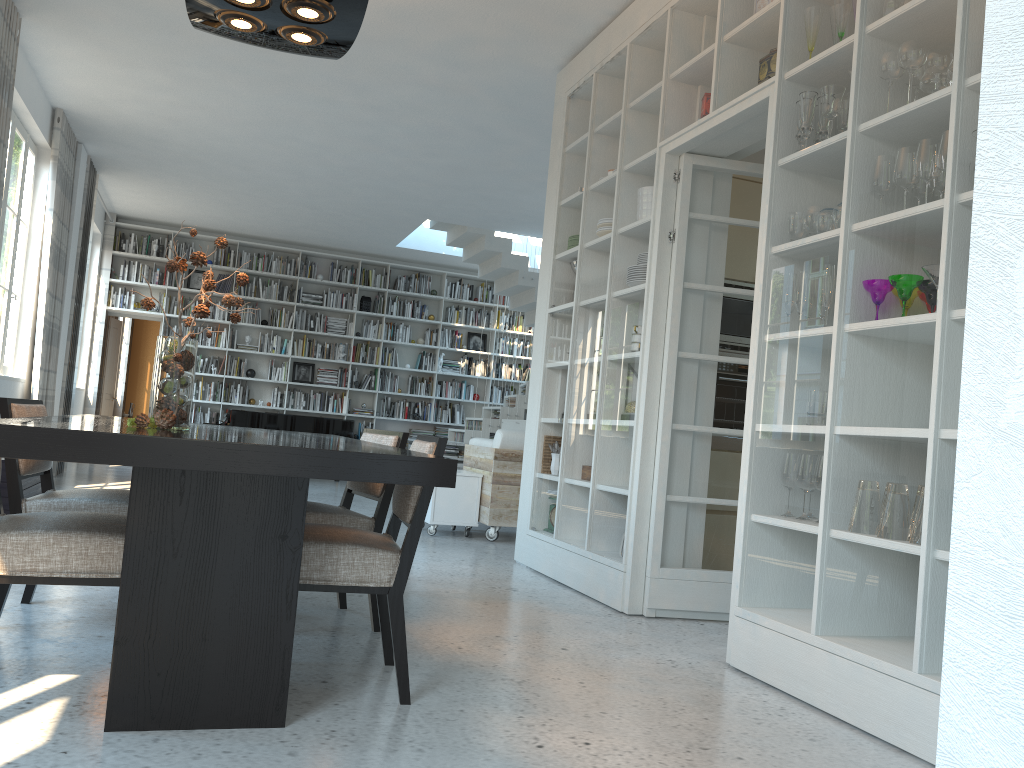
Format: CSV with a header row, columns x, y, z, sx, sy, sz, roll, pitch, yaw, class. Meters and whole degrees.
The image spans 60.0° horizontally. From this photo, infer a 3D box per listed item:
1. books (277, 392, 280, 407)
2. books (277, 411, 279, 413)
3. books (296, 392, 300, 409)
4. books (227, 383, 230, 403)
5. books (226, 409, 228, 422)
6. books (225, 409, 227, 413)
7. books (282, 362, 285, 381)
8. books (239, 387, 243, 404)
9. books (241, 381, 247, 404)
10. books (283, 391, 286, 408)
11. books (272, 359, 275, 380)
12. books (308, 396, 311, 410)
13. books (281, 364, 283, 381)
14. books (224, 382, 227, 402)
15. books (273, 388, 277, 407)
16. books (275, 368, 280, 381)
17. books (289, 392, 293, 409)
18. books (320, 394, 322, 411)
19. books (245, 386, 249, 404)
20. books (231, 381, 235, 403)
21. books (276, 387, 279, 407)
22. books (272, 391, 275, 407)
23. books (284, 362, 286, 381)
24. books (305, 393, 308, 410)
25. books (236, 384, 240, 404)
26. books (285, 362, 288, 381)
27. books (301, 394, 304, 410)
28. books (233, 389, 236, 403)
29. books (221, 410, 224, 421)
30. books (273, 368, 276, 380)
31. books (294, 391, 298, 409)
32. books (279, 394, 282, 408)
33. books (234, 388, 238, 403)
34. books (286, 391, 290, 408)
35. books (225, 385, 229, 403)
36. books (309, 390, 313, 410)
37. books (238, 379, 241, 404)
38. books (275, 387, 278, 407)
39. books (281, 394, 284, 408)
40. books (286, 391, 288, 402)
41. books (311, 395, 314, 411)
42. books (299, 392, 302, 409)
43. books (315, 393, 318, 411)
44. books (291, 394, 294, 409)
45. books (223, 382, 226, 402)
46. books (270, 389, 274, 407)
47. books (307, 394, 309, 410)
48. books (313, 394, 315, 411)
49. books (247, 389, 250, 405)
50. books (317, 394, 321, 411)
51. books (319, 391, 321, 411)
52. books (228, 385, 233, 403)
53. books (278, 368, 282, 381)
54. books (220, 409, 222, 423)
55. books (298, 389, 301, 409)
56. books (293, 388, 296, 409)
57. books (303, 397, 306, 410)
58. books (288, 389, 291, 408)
x,y,z,sx,sy,sz,roll,pitch,yaw,class
-3.272,0.219,12.415,0.029,0.221,0.153,6,-3,-19,books
-3.283,0.543,12.404,0.013,0.320,0.173,6,-3,-19,books
-3.022,0.234,12.500,0.027,0.245,0.179,6,-3,-19,books
-3.894,0.124,12.190,0.012,0.272,0.181,6,-3,-19,books
-3.931,0.488,12.192,0.013,0.288,0.161,6,-3,-19,books
-3.941,0.490,12.186,0.010,0.282,0.149,6,-3,-19,books
-3.213,-0.167,12.442,0.027,0.269,0.178,6,-3,-19,books
-3.751,0.157,12.263,0.029,0.240,0.135,6,-3,-19,books
-3.705,0.117,12.262,0.050,0.328,0.166,6,-3,-19,books
-3.208,0.217,12.472,0.019,0.242,0.107,6,-3,-19,books
-3.349,-0.195,12.403,0.012,0.298,0.166,6,-3,-19,books
-2.877,0.274,12.542,0.023,0.196,0.165,6,-3,-19,books
-3.231,-0.156,12.428,0.012,0.244,0.171,6,-3,-19,books
-3.938,0.115,12.187,0.013,0.283,0.146,6,-3,-19,books
-3.318,0.189,12.398,0.027,0.269,0.159,6,-3,-19,books
-3.290,-0.134,12.414,0.057,0.188,0.156,6,-3,-19,books
-3.116,0.229,12.461,0.027,0.234,0.167,6,-3,-19,books
-2.728,0.264,12.616,0.011,0.251,0.158,6,-3,-19,books
-3.671,0.155,12.271,0.027,0.261,0.163,6,-3,-19,books
-3.843,0.110,12.216,0.014,0.313,0.166,6,-3,-19,books
-3.292,0.182,12.418,0.014,0.290,0.132,6,-3,-19,books
-3.346,0.210,12.407,0.015,0.225,0.148,6,-3,-19,books
-3.192,-0.170,12.439,0.011,0.279,0.187,6,-3,-19,books
-2.913,0.249,12.533,0.029,0.237,0.166,6,-3,-19,books
-3.782,0.139,12.234,0.027,0.269,0.185,6,-3,-19,books
-3.178,-0.169,12.447,0.021,0.281,0.162,6,-3,-19,books
-2.965,0.254,12.512,0.023,0.217,0.174,6,-3,-19,books
-3.832,0.170,12.224,0.024,0.196,0.157,6,-3,-19,books
-3.984,0.494,12.179,0.023,0.266,0.134,6,-3,-19,books
-3.336,-0.136,12.414,0.030,0.182,0.154,6,-3,-19,books
-3.051,0.231,12.508,0.024,0.247,0.132,6,-3,-19,books
-3.252,0.236,12.443,0.031,0.194,0.142,6,-3,-19,books
-3.808,0.163,12.228,0.021,0.215,0.172,6,-3,-19,books
-3.158,0.221,12.466,0.029,0.243,0.154,6,-3,-19,books
-3.918,0.139,12.190,0.030,0.239,0.157,6,-3,-19,books
-2.854,0.229,12.565,0.026,0.291,0.152,6,-3,-19,books
-3.769,0.107,12.266,0.013,0.338,0.138,6,-3,-19,books
-3.305,0.188,12.417,0.010,0.277,0.155,6,-3,-19,books
-3.221,0.235,12.439,0.024,0.201,0.158,6,-3,-19,books
-3.177,0.198,12.462,0.012,0.285,0.159,6,-3,-19,books
-2.836,0.268,12.580,0.025,0.220,0.140,6,-3,-19,books
-2.992,0.239,12.526,0.021,0.244,0.141,6,-3,-19,books
-2.786,0.257,12.606,0.025,0.254,0.136,6,-3,-19,books
-3.097,0.245,12.480,0.024,0.208,0.170,6,-3,-19,books
-3.953,0.118,12.192,0.013,0.275,0.147,6,-3,-19,books
-3.355,0.194,12.396,0.012,0.254,0.161,6,-3,-19,books
-2.897,0.256,12.549,0.013,0.230,0.139,6,-3,-19,books
-2.808,0.262,12.582,0.031,0.237,0.159,6,-3,-19,books
-3.655,0.182,12.292,0.023,0.212,0.160,6,-3,-19,books
-2.754,0.263,12.588,0.026,0.245,0.191,6,-3,-19,books
-2.741,0.245,12.618,0.014,0.286,0.134,6,-3,-19,books
-3.873,0.139,12.206,0.042,0.248,0.162,6,-3,-19,books
-3.254,-0.130,12.431,0.024,0.188,0.172,6,-3,-19,books
-3.999,0.483,12.173,0.012,0.285,0.159,6,-3,-19,books
-3.000,0.218,12.504,0.013,0.282,0.166,6,-3,-19,books
-3.075,0.207,12.507,0.027,0.290,0.140,6,-3,-19,books
-2.941,0.273,12.515,0.029,0.183,0.174,6,-3,-19,books
-3.136,0.207,12.466,0.011,0.275,0.146,6,-3,-19,books
